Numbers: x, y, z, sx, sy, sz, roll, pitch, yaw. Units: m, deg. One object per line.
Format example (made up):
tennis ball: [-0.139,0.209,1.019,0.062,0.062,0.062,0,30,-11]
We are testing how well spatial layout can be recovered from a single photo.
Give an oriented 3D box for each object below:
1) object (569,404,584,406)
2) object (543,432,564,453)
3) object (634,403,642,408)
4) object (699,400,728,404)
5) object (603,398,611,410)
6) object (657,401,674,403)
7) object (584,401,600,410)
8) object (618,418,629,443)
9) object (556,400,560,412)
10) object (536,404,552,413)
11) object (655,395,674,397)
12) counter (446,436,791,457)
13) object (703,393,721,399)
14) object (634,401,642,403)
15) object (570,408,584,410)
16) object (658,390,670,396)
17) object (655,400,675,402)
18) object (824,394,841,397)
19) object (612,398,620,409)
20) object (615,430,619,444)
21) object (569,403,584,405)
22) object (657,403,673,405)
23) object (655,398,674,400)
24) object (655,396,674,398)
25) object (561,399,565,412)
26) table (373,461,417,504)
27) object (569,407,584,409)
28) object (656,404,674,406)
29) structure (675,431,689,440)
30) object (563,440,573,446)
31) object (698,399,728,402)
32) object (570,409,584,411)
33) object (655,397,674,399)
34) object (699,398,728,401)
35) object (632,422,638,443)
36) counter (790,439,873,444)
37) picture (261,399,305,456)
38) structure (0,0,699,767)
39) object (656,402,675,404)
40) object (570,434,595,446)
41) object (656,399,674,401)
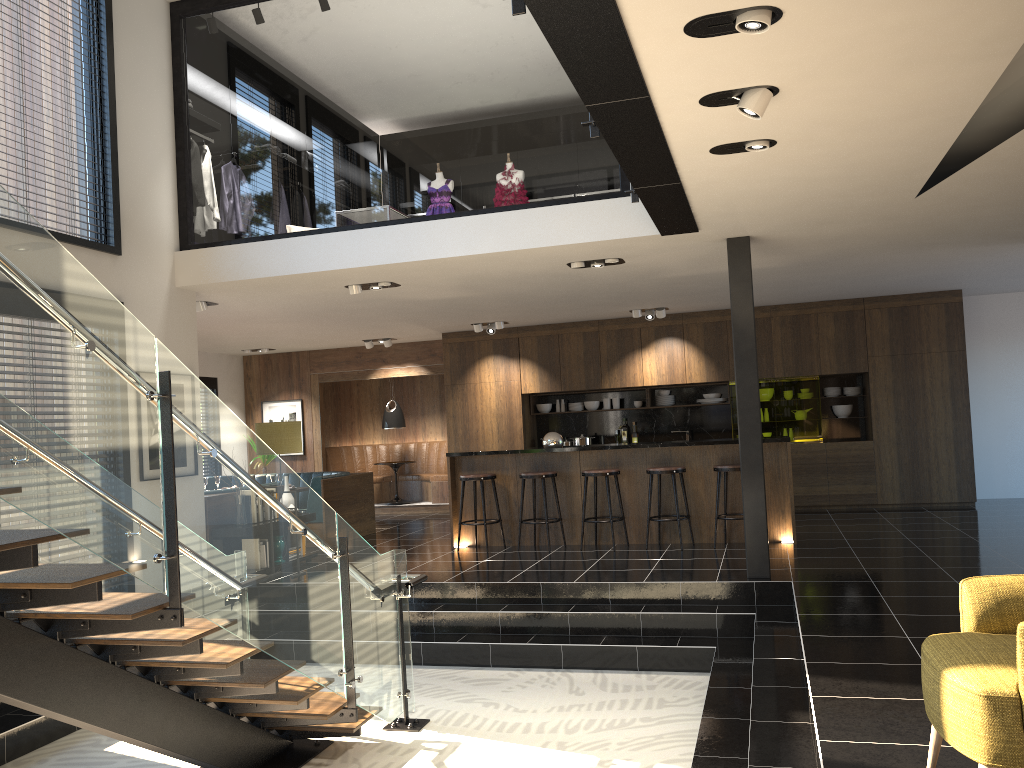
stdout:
object: [0.937,0.319,12.940,0.220,0.033,0.220,-4,-3,12]
object: [0.440,0.624,9.465,0.227,0.228,0.227,-2,-2,-24]
object: [1.809,0.307,12.701,0.122,0.072,0.122,-5,-3,41]
object: [2.810,0.257,12.419,0.438,0.039,0.438,-1,-3,-38]
object: [1.372,0.290,12.802,0.109,0.161,0.109,-3,-2,-2]
object: [2.187,0.263,12.667,0.269,0.024,0.269,-1,-3,-36]
object: [1.164,0.323,12.884,0.234,0.138,0.234,-5,-3,35]
object: [1.613,0.724,12.836,0.133,0.451,0.116,-4,-2,16]
object: [0.675,0.323,13.024,0.060,0.185,0.060,-1,-3,-43]
object: [0.478,0.366,13.079,0.234,0.138,0.234,-4,-3,19]
object: [2.183,0.181,12.670,0.269,0.024,0.269,-1,-3,-36]
counter: [1.095,0.667,9.470,3.574,0.041,0.698,-4,-3,16]
object: [2.804,0.182,12.423,0.254,0.088,0.254,-5,-3,41]
object: [1.807,0.282,12.702,0.122,0.072,0.122,-5,-3,41]
object: [0.940,0.375,12.938,0.220,0.033,0.220,-4,-3,12]
object: [2.177,0.138,12.671,0.168,0.087,0.168,-5,-3,35]
object: [2.186,0.252,12.667,0.269,0.024,0.269,-1,-3,-36]
object: [4.328,0.159,11.976,0.220,0.033,0.220,-4,-3,26]
object: [1.501,0.281,12.765,0.109,0.161,0.109,-4,-2,28]
object: [1.520,0.812,12.857,0.058,0.287,0.058,-4,-2,29]
object: [0.936,0.306,12.941,0.220,0.033,0.220,-4,-3,12]
object: [2.188,0.291,12.666,0.269,0.024,0.269,-1,-3,-36]
object: [2.185,0.225,12.668,0.269,0.024,0.269,-1,-3,-36]
object: [2.184,0.198,12.669,0.269,0.024,0.269,-1,-3,-36]
object: [0.747,0.319,13.003,0.060,0.185,0.060,-2,-2,-16]
table: [-1.863,1.583,14.272,0.702,0.643,0.702,-3,-2,-9]
object: [0.939,0.363,12.939,0.220,0.033,0.220,-4,-3,12]
object: [2.189,0.307,12.666,0.269,0.024,0.269,-1,-3,-36]
structure: [2.322,0.769,12.235,0.243,0.231,0.174,-4,-2,16]
object: [0.788,0.873,12.759,0.210,0.143,0.195,-2,-3,-26]
object: [2.810,0.244,12.419,0.438,0.039,0.438,-1,-3,-38]
object: [0.941,0.388,12.938,0.220,0.033,0.220,-4,-3,12]
object: [2.184,0.208,12.669,0.269,0.024,0.269,-1,-3,-36]
object: [2.809,0.230,12.420,0.438,0.039,0.438,-1,-3,-38]
object: [1.768,0.742,12.799,0.077,0.394,0.077,-2,-2,-32]
counter: [2.508,0.881,12.326,4.592,0.005,0.863,-4,-3,16]
picture: [-3.759,0.724,14.538,0.748,0.911,0.028,-4,-2,16]
structure: [-0.909,0.026,3.526,3.448,4.866,7.282,-4,-3,15]
object: [2.188,0.280,12.666,0.269,0.024,0.269,-1,-3,-36]
object: [1.002,0.824,12.579,0.300,0.218,0.279,-1,-3,-41]
object: [2.186,0.236,12.668,0.269,0.024,0.269,-1,-3,-36]
